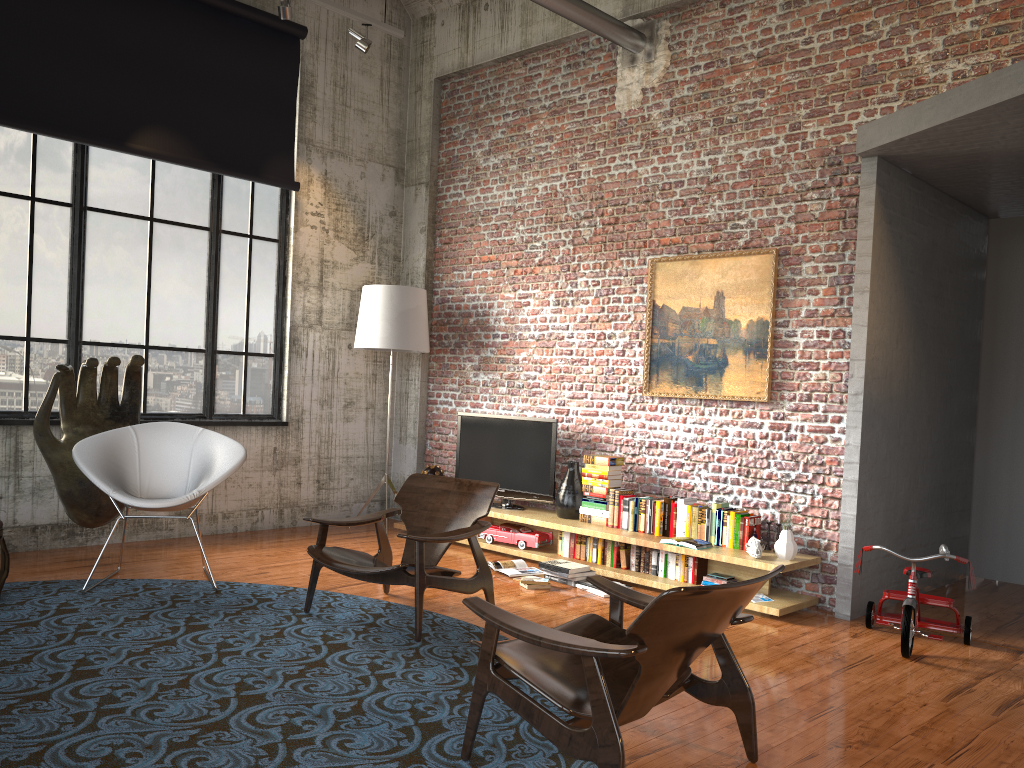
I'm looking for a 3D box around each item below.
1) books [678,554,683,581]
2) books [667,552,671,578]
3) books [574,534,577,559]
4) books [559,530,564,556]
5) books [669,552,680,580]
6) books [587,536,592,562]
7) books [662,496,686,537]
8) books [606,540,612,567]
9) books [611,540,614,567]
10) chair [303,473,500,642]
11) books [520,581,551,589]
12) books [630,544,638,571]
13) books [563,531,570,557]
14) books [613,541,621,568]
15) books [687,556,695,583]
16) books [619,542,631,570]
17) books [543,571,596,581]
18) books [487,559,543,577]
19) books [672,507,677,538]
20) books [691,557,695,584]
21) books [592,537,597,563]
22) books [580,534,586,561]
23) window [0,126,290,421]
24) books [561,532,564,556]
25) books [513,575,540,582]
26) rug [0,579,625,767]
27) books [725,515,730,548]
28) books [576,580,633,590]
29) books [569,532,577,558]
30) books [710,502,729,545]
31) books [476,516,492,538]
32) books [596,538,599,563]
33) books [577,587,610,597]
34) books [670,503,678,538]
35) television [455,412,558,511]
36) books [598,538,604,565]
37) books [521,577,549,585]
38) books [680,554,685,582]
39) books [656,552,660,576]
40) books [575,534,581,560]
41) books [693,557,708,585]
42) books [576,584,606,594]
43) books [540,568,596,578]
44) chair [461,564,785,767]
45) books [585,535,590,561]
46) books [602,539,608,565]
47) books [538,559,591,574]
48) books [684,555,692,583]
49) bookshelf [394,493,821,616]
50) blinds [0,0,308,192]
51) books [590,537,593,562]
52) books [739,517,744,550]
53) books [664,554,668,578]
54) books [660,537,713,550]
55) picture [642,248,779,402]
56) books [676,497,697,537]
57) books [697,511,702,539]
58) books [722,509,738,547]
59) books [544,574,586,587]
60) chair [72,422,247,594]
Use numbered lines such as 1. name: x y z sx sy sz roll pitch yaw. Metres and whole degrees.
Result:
1. books: 1.224 1.292 6.267 0.026 0.191 0.138 4 2 44
2. books: 1.163 1.295 6.348 0.034 0.181 0.132 4 2 44
3. books: 0.542 1.263 6.915 0.023 0.194 0.140 4 2 44
4. books: 0.427 1.246 7.015 0.022 0.217 0.138 4 2 44
5. books: 1.179 1.293 6.309 0.043 0.186 0.129 4 2 44
6. books: 0.633 1.267 6.816 0.023 0.194 0.140 4 2 44
7. books: 1.190 0.973 6.511 0.065 0.284 0.198 4 2 44
8. books: 0.777 1.266 6.678 0.039 0.208 0.151 4 2 44
9. books: 0.806 1.262 6.658 0.030 0.220 0.159 4 2 44
10. chair: -0.632 0.979 5.258 0.874 0.794 1.043 3 1 34
11. books: 0.162 1.402 6.198 0.182 0.030 0.128 3 0 -24
12. books: 0.940 1.268 6.556 0.049 0.215 0.149 4 2 44
13. books: 0.482 1.234 6.979 0.057 0.247 0.171 4 2 44
14. books: 0.821 1.262 6.630 0.030 0.220 0.159 4 2 44
15. books: 1.285 1.300 6.216 0.034 0.181 0.132 4 2 44
16. books: 0.867 1.248 6.599 0.088 0.256 0.153 4 2 44
17. books: 0.419 1.376 6.432 0.299 0.028 0.237 3 0 42
18. books: -0.001 1.374 6.673 0.300 0.049 0.422 3 0 -31
19. books: 1.228 1.006 6.450 0.026 0.223 0.161 4 2 44
20. books: 1.300 1.297 6.193 0.019 0.189 0.120 4 2 44
21. books: 0.676 1.266 6.787 0.032 0.200 0.146 4 2 44
22. books: 0.595 1.255 6.861 0.049 0.214 0.148 4 2 44
23. window: -2.919 -1.375 7.186 0.050 3.438 2.580 4 2 44
24. books: 0.445 1.259 7.002 0.023 0.194 0.140 4 2 44
25. books: 0.116 1.410 6.405 0.133 0.012 0.189 3 0 42
26. rug: -1.995 1.302 3.477 4.846 0.009 4.844 3 0 0
27. books: 1.541 1.019 6.158 0.027 0.223 0.161 4 2 44
28. books: 0.642 1.397 6.167 0.250 0.014 0.310 3 0 -40
29. books: 0.518 1.233 6.939 0.046 0.252 0.153 4 2 44
30. books: 1.462 0.982 6.241 0.036 0.291 0.176 4 2 44
31. books: -0.313 1.217 7.700 0.232 0.218 0.174 3 1 44
32. books: 0.708 1.257 6.774 0.030 0.220 0.159 4 2 44
33. books: 0.636 1.430 6.159 0.232 0.017 0.313 3 0 -31
34. books: 1.212 0.991 6.469 0.026 0.251 0.160 4 2 44
35. television: -0.055 0.663 7.615 1.088 0.793 0.286 3 1 31
36. books: 0.715 1.257 6.739 0.030 0.220 0.159 4 2 44
37. books: 0.160 1.375 6.199 0.189 0.022 0.133 3 0 5
38. books: 1.240 1.293 6.247 0.026 0.191 0.138 4 2 44
39. books: 1.090 1.298 6.398 0.020 0.168 0.121 4 2 44
40. books: 0.561 1.256 6.890 0.039 0.208 0.151 4 2 44
41. books: 1.314 1.296 6.176 0.026 0.191 0.138 4 2 44
42. books: 0.634 1.413 6.164 0.307 0.017 0.232 3 0 42
43. books: 0.403 1.347 6.399 0.262 0.028 0.320 3 0 -36
44. chair: 0.403 1.020 3.298 0.875 0.794 1.042 2 1 -45
45. books: 0.622 1.255 6.837 0.022 0.217 0.138 4 2 44
46. books: 0.758 1.257 6.724 0.052 0.225 0.156 4 2 44
47. books: 0.379 1.316 6.388 0.236 0.035 0.296 3 0 -44
48. books: 1.261 1.294 6.232 0.026 0.191 0.138 4 2 44
49. bookshelf: 0.481 1.261 7.049 3.841 0.359 0.548 3 0 44
50. blinds: -2.742 -2.493 7.030 0.150 1.465 2.444 4 1 44
51. books: 0.651 1.268 6.801 0.023 0.194 0.140 4 2 44
52. books: 1.614 1.023 6.084 0.026 0.223 0.161 4 2 44
53. books: 1.134 1.300 6.357 0.020 0.168 0.121 4 2 44
54. books: 1.206 1.095 6.130 0.316 0.040 0.214 3 0 44
55. picture: 1.431 -0.423 6.528 1.063 1.065 0.040 3 2 44
56. books: 1.264 0.974 6.428 0.053 0.291 0.176 4 2 44
57. books: 1.378 1.012 6.313 0.027 0.223 0.161 4 2 44
58. books: 1.522 1.005 6.175 0.026 0.251 0.160 4 2 44
59. books: 0.430 1.410 6.432 0.237 0.040 0.320 3 0 -44
60. chair: -2.303 0.779 5.785 1.057 1.031 0.806 3 1 -7
